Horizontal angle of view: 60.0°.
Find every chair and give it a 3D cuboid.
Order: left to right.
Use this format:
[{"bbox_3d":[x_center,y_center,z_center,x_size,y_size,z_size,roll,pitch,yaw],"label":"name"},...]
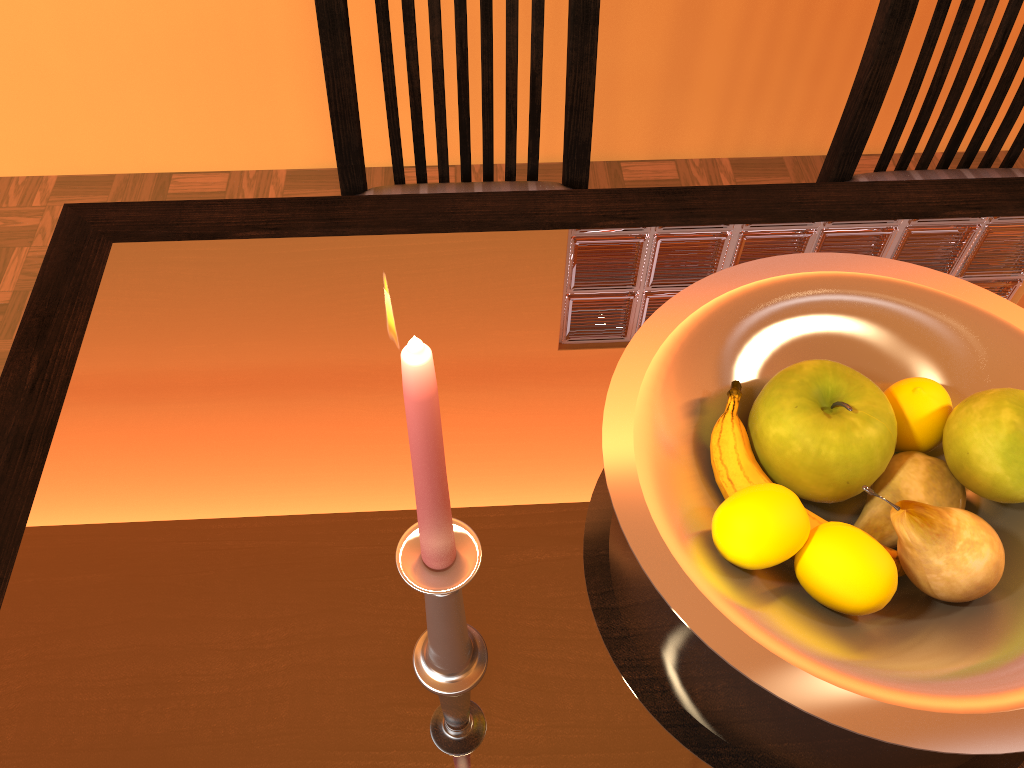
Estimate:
[{"bbox_3d":[-0.045,-0.115,0.952,0.373,0.809,0.465,-2,53,-3],"label":"chair"},{"bbox_3d":[0.530,-0.137,0.980,0.373,0.809,0.465,-2,53,-3],"label":"chair"}]

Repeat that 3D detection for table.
[{"bbox_3d":[0.258,0.271,0.805,1.259,0.584,0.697,-2,53,-3],"label":"table"}]

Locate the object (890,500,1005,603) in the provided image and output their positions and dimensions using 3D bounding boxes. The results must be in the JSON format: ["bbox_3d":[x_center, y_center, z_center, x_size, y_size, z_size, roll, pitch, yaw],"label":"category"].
[{"bbox_3d":[0.245,0.094,0.499,0.066,0.070,0.055,-17,55,-14],"label":"object"}]

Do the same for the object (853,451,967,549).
[{"bbox_3d":[0.247,0.078,0.548,0.055,0.053,0.079,26,56,17],"label":"object"}]

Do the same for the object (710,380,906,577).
[{"bbox_3d":[0.170,0.071,0.533,0.150,0.052,0.066,39,61,25],"label":"object"}]

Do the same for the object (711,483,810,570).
[{"bbox_3d":[0.138,0.079,0.493,0.055,0.046,0.046,-16,55,-13],"label":"object"}]

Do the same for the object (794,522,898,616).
[{"bbox_3d":[0.184,0.102,0.491,0.046,0.046,0.055,-34,60,-24],"label":"object"}]

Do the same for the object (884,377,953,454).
[{"bbox_3d":[0.257,0.021,0.570,0.047,0.056,0.045,3,53,1],"label":"object"}]

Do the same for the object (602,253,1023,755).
[{"bbox_3d":[0.221,0.063,0.551,0.337,0.072,0.337,-31,59,-22],"label":"object"}]

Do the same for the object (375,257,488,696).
[{"bbox_3d":[-0.034,0.061,0.388,0.044,0.326,0.044,-11,54,-9],"label":"object"}]

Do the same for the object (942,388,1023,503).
[{"bbox_3d":[0.294,0.037,0.527,0.069,0.066,0.069,6,53,3],"label":"object"}]

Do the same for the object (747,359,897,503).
[{"bbox_3d":[0.192,0.031,0.555,0.087,0.076,0.089,3,53,1],"label":"object"}]
